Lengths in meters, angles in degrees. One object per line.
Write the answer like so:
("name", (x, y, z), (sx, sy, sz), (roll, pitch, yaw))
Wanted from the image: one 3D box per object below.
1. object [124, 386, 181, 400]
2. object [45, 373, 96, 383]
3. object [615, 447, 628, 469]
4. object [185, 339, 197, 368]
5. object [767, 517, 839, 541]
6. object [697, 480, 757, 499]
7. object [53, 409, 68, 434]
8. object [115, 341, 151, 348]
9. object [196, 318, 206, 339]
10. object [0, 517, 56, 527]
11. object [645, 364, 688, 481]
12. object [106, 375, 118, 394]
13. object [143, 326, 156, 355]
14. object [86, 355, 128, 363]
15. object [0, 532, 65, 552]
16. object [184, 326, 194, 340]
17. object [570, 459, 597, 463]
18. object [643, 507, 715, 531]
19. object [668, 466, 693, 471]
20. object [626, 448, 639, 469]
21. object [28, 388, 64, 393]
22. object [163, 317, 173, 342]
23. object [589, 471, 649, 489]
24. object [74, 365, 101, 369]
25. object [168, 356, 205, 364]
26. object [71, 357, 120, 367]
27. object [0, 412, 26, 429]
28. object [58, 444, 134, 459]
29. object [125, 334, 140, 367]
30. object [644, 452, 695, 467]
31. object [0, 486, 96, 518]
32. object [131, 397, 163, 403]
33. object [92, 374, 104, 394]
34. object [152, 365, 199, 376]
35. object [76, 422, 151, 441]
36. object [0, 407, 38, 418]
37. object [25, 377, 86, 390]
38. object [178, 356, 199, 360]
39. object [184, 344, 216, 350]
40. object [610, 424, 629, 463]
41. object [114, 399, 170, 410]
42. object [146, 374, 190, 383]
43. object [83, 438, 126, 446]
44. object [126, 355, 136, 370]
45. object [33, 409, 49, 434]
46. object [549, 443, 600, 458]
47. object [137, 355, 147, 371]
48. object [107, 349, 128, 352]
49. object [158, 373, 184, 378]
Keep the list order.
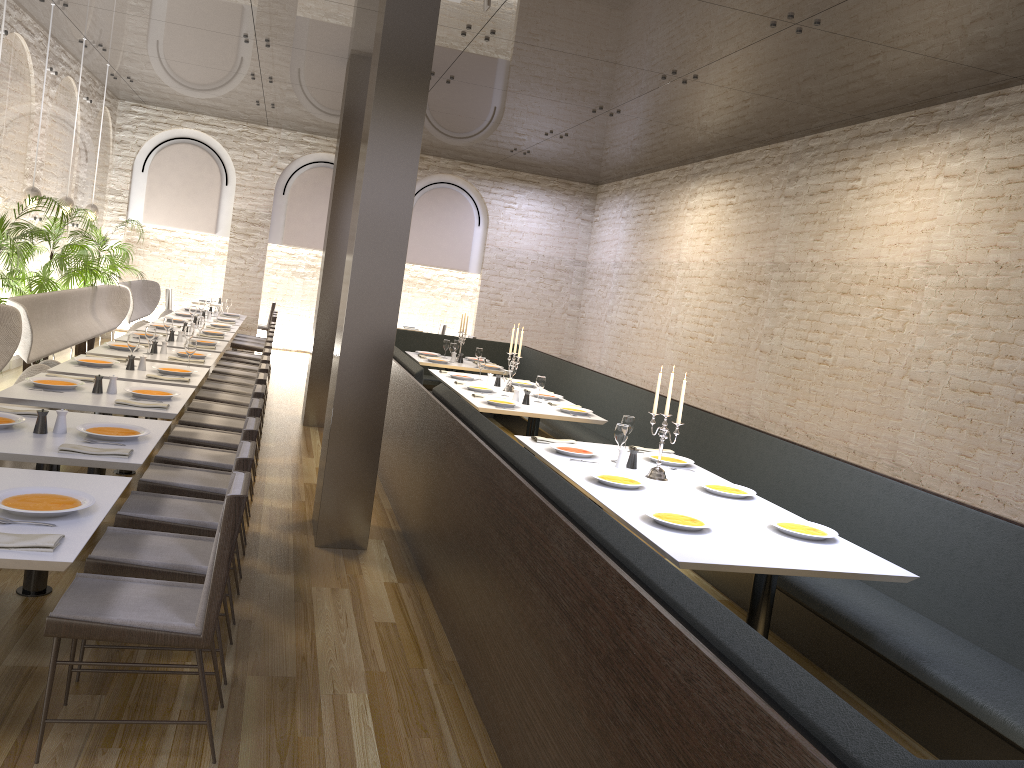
("object", (-2.171, 0.060, 5.347), (0.321, 0.036, 0.323), (4, 7, -37))
("object", (-2.754, -0.037, 5.547), (0.272, 0.033, 0.143), (7, 6, -15))
("object", (0.645, 0.434, 5.194), (0.068, 0.126, 0.069), (7, 4, -21))
("object", (-2.438, -0.219, 6.705), (0.087, 0.230, 0.086), (10, 4, 27))
("object", (1.359, 0.686, 4.154), (0.321, 0.036, 0.323), (3, 7, -39))
("object", (1.177, 0.586, 4.870), (0.321, 0.036, 0.323), (3, 7, -39))
("object", (-2.067, 0.168, 4.062), (0.059, 0.109, 0.059), (6, 4, -23))
("object", (-3.319, -0.346, 7.762), (0.272, 0.033, 0.143), (7, 6, -15))
("object", (-3.137, -0.547, 8.912), (0.087, 0.230, 0.086), (10, 4, 27))
("object", (-1.517, 0.429, 2.756), (0.181, 0.015, 0.038), (7, 6, -13))
("object", (0.866, 0.211, 5.006), (0.131, 0.655, 0.391), (8, 4, -4))
("object", (-2.374, -0.001, 5.269), (0.059, 0.109, 0.059), (6, 4, -23))
("object", (-2.991, -0.361, 7.314), (0.086, 0.230, 0.086), (11, 5, 33))
("object", (-3.033, -0.189, 6.640), (0.272, 0.033, 0.143), (7, 6, -15))
("object", (-1.470, 0.453, 2.587), (0.272, 0.033, 0.143), (7, 6, -15))
("object", (-2.858, -0.394, 7.816), (0.086, 0.230, 0.086), (8, 4, -9))
("object", (0.428, 0.454, 5.220), (0.185, 0.010, 0.017), (7, 5, -15))
("object", (0.750, 0.616, 3.993), (0.321, 0.036, 0.323), (3, 7, -39))
("object", (1.036, 0.519, 5.405), (0.181, 0.015, 0.038), (7, 6, -13))
("object", (0.714, 0.440, 5.237), (0.068, 0.126, 0.069), (7, 4, -21))
("object", (-2.647, 0.035, 5.034), (0.185, 0.010, 0.017), (7, 5, -15))
("object", (-3.270, -0.514, 8.409), (0.087, 0.230, 0.086), (10, 4, 27))
("object", (0.567, 0.516, 4.709), (0.321, 0.036, 0.323), (3, 7, -39))
("object", (-2.925, -0.118, 6.127), (0.185, 0.010, 0.017), (7, 5, -15))
("object", (-2.649, -0.194, 7.216), (0.272, 0.033, 0.143), (7, 6, -15))
("object", (-2.965, -0.152, 6.305), (0.322, 0.036, 0.322), (10, 6, 20))
("object", (-2.379, 0.169, 4.005), (0.321, 0.036, 0.323), (4, 7, -37))
("object", (-1.777, 0.284, 3.794), (0.272, 0.033, 0.143), (7, 6, -15))
("object", (-2.785, -0.248, 6.505), (0.087, 0.230, 0.086), (10, 4, 27))
("object", (0.990, 0.484, 5.603), (0.321, 0.036, 0.322), (9, 6, 5))
("object", (-1.556, 0.397, 2.933), (0.321, 0.036, 0.323), (4, 7, -37))
("object", (-2.131, 0.092, 5.170), (0.181, 0.015, 0.038), (7, 6, -13))
("object", (-2.430, -0.002, 5.207), (0.059, 0.109, 0.059), (6, 4, -23))
("object", (-2.449, -0.093, 6.441), (0.322, 0.036, 0.322), (10, 6, 20))
("object", (-1.863, 0.229, 4.140), (0.321, 0.036, 0.323), (4, 7, -37))
("object", (-2.447, 0.132, 4.340), (0.272, 0.033, 0.143), (7, 6, -15))
("object", (-2.687, 0.001, 5.212), (0.321, 0.036, 0.323), (4, 7, -37))
("object", (-2.696, -0.218, 7.386), (0.181, 0.015, 0.038), (7, 6, -13))
("object", (-2.934, -0.351, 8.337), (0.272, 0.033, 0.143), (7, 6, -15))
("object", (0.655, 0.360, 5.367), (0.086, 0.230, 0.087), (8, 4, -3))
("object", (-2.085, 0.115, 5.001), (0.272, 0.033, 0.143), (7, 6, -15))
("object", (-2.363, -0.038, 6.094), (0.272, 0.033, 0.143), (7, 6, -15))
("object", (-1.824, 0.260, 3.963), (0.181, 0.015, 0.038), (7, 6, -13))
("object", (-2.709, -0.155, 6.300), (0.059, 0.109, 0.059), (8, 4, -7))
("object", (-2.123, 0.167, 3.999), (0.059, 0.109, 0.059), (6, 4, -23))
("object", (0.381, 0.414, 5.443), (0.321, 0.036, 0.322), (9, 6, 5))
("object", (-2.652, -0.153, 6.362), (0.059, 0.109, 0.059), (8, 4, -7))
("object", (-3.211, -0.275, 7.250), (0.185, 0.010, 0.017), (7, 5, -15))
("object", (-2.410, -0.061, 6.263), (0.181, 0.015, 0.038), (7, 6, -13))
